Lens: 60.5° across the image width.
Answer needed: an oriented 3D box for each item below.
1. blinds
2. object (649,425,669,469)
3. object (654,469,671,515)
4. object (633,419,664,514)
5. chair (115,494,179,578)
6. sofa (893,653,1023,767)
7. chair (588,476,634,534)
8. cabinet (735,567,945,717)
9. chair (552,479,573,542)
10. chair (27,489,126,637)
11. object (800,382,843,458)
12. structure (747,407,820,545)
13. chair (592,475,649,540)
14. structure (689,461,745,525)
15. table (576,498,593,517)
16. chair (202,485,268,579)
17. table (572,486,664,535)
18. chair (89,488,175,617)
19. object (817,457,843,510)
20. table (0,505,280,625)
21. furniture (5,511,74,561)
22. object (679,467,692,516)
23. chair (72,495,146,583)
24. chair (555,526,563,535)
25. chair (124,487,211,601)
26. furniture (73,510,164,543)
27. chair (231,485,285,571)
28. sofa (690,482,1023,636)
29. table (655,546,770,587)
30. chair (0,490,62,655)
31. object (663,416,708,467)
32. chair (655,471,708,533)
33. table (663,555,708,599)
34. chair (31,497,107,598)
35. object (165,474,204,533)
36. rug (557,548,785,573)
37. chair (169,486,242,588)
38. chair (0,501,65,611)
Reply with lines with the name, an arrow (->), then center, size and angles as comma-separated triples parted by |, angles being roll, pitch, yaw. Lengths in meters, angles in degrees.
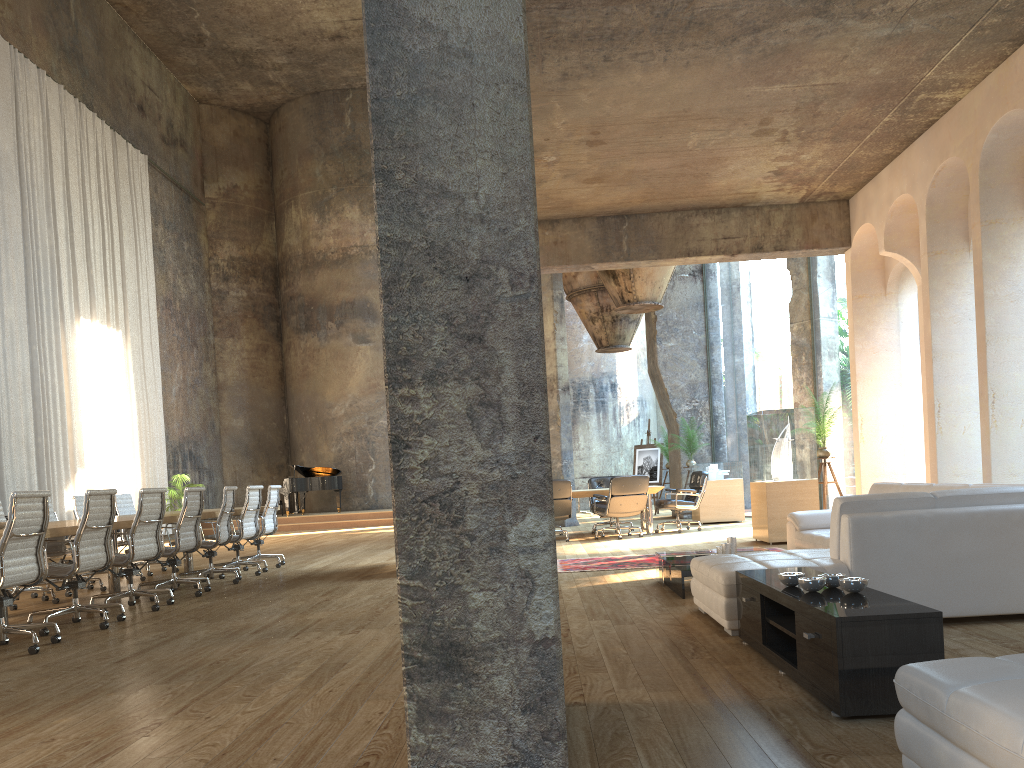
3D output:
blinds -> -8.111, -1.248, 16.096 | 0.275, 8.642, 7.842 | -3, -2, 2
object -> 3.227, 1.306, 18.364 | 0.690, 0.939, 0.858 | -4, -2, 22
object -> 3.337, 2.248, 18.361 | 0.658, 0.973, 0.571 | -3, -1, -4
object -> 3.039, 1.831, 19.507 | 0.704, 2.147, 0.681 | -3, 1, 30
chair -> -1.737, 1.701, 10.871 | 12.952, 1.030, 31.608 | -3, -6, 1
sofa -> 2.065, 0.645, 1.928 | 2.067, 0.721, 1.074 | -3, -4, 1
chair -> 1.562, 1.915, 14.020 | 0.730, 0.892, 0.823 | -3, -2, 2
cabinet -> 1.335, 1.074, 3.849 | 0.396, 0.368, 1.567 | -3, -6, 1
chair -> 0.507, 1.817, 12.570 | 0.729, 0.892, 0.823 | -3, -2, -5
chair -> -3.298, 1.308, 6.530 | 0.699, 1.026, 0.665 | -3, -1, 7
object -> 3.811, 0.447, 10.833 | 0.687, 0.939, 0.862 | -3, -2, -8
structure -> 3.200, 1.095, 10.390 | 0.594, 1.548, 0.743 | -3, 0, 1
chair -> 1.517, 1.759, 12.570 | 0.728, 0.892, 0.825 | -3, -2, -25
structure -> 3.453, 1.833, 14.832 | 0.735, 1.015, 0.744 | -3, -1, 2
table -> 1.040, 2.717, 19.502 | 1.871, 0.546, 0.944 | -3, -4, 2
chair -> -3.198, 1.694, 10.098 | 0.700, 1.026, 0.665 | -3, -1, 10
table -> 1.034, 1.959, 13.277 | 2.410, 0.700, 1.108 | -3, -4, 2
chair -> -3.275, 1.406, 7.429 | 0.700, 1.026, 0.665 | -3, -1, 10
object -> 3.804, 1.399, 10.853 | 0.656, 0.972, 0.573 | -3, -1, -34
table -> -3.988, 1.630, 7.915 | 1.601, 0.757, 7.740 | -3, -6, 1
furniture -> -6.912, 2.319, 13.023 | 0.708, 0.840, 1.878 | -3, -5, 1
object -> 3.343, 1.973, 15.846 | 0.573, 0.972, 0.656 | -4, -1, 38
chair -> -4.598, 1.771, 10.070 | 0.699, 1.026, 0.665 | -3, -1, 5
chair -> 0.448, 1.983, 14.055 | 0.730, 0.892, 0.822 | -4, -2, 8
chair -> -3.247, 1.500, 8.309 | 0.699, 1.026, 0.665 | -3, -1, 7
furniture -> -6.843, 2.576, 15.411 | 0.708, 0.840, 1.878 | -3, -5, 1
chair -> -3.208, 1.789, 10.963 | 0.699, 1.026, 0.665 | -3, -1, 7
sofa -> 2.185, 1.097, 6.129 | 2.064, 0.721, 2.938 | -3, -6, 1
table -> 1.627, 1.483, 7.157 | 0.860, 0.246, 0.371 | -3, -4, 2
chair -> -3.323, 1.209, 5.613 | 0.699, 1.026, 0.665 | -3, -1, 5
object -> 3.135, 1.041, 15.905 | 0.859, 0.940, 0.688 | -3, -1, 4
chair -> 2.515, 1.773, 13.227 | 0.820, 0.893, 0.732 | -3, -2, -4
table -> 1.618, 1.465, 6.789 | 0.790, 0.202, 1.114 | -3, -6, 1
chair -> -4.622, 1.672, 9.152 | 0.699, 1.026, 0.665 | -3, -1, 7
object -> -7.116, 2.675, 18.940 | 1.090, 1.457, 1.132 | -3, -1, -8
rug -> 1.677, 1.800, 9.031 | 2.462, 0.009, 1.350 | -3, -6, 2
chair -> -3.214, 1.601, 9.242 | 0.699, 1.026, 0.666 | -3, -1, 1
chair -> -4.645, 1.575, 8.254 | 0.700, 1.026, 0.665 | -3, -1, 10
